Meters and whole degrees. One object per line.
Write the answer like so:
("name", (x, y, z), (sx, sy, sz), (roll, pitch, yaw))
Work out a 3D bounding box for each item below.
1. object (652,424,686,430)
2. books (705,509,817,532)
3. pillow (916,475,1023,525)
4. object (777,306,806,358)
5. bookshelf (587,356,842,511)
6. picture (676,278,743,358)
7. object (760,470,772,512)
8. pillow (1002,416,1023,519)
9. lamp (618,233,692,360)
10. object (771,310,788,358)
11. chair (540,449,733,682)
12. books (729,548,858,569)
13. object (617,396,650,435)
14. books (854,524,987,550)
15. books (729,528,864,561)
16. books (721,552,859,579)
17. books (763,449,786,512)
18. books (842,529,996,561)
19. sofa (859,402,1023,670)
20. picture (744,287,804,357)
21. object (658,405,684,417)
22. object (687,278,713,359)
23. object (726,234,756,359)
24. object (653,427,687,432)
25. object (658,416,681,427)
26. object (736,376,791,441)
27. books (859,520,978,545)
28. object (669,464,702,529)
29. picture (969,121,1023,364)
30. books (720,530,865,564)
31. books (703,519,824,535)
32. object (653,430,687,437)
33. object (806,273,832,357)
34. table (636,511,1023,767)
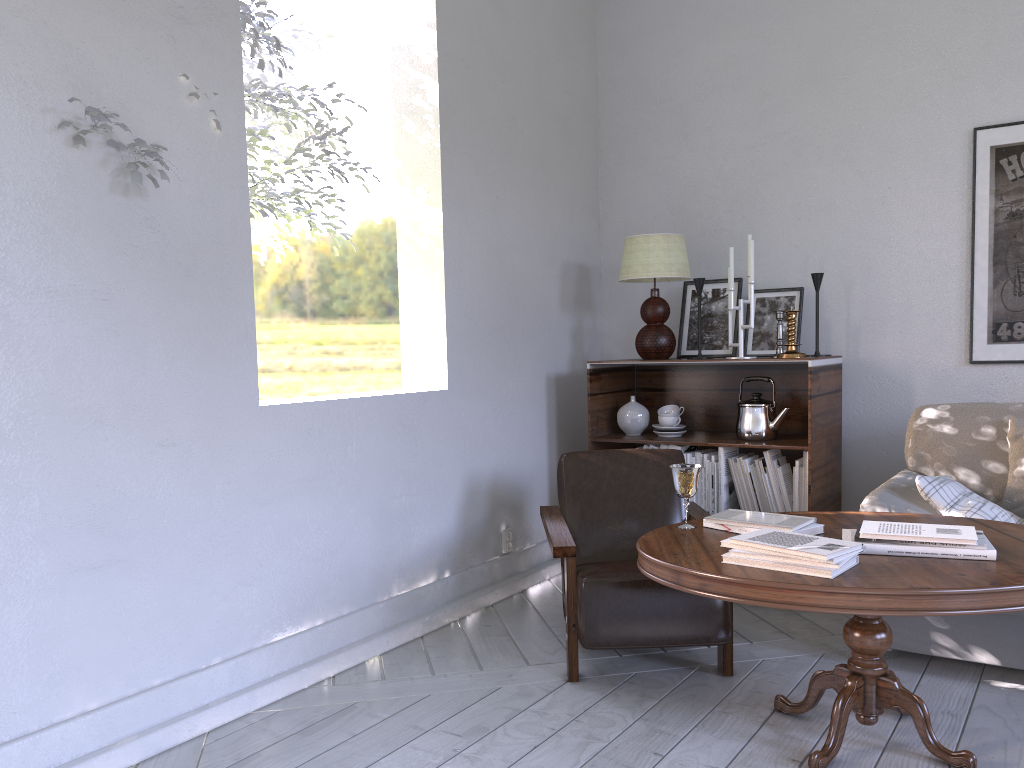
("object", (0.572, 0.161, 3.227), (0.120, 0.024, 0.121), (0, 3, 38))
("books", (0.573, 0.314, 2.049), (0.214, 0.011, 0.136), (1, 3, 40))
("pillow", (1.223, 0.337, 2.358), (0.214, 0.207, 0.310), (1, 4, 40))
("object", (0.933, -0.174, 2.958), (0.096, 0.172, 0.095), (-5, 5, -38))
("bookshelf", (0.725, 0.309, 3.192), (0.797, 0.803, 0.400), (1, 5, 33))
("picture", (0.750, -0.247, 3.369), (0.231, 0.301, 0.095), (1, 5, 33))
("object", (0.879, 0.358, 2.982), (0.056, 0.179, 0.115), (2, 5, 33))
("pillow", (1.592, 0.246, 2.378), (0.488, 0.314, 0.151), (1, 5, 34))
("lamp", (0.526, -0.314, 3.260), (0.267, 0.448, 0.267), (-1, 4, 8))
("object", (0.923, -0.178, 3.051), (0.062, 0.173, 0.062), (-1, 5, 10))
("chair", (0.349, 0.484, 2.520), (0.497, 0.556, 0.701), (-2, 3, -2))
("books", (0.554, 0.332, 1.746), (0.214, 0.010, 0.136), (0, 3, 35))
("object", (0.452, 0.118, 3.304), (0.122, 0.148, 0.111), (1, 5, 31))
("books", (0.840, 0.314, 1.829), (0.240, 0.010, 0.134), (0, 3, 25))
("books", (0.552, 0.312, 1.736), (0.136, 0.011, 0.215), (-3, 3, -40))
("books", (0.546, 0.345, 1.745), (0.221, 0.015, 0.142), (1, 3, 40))
("books", (0.897, 0.332, 2.960), (0.078, 0.234, 0.126), (2, 5, 33))
("books", (0.832, 0.331, 1.832), (0.279, 0.021, 0.148), (-1, 3, 20))
("sofa", (1.864, 0.401, 2.120), (1.858, 0.684, 0.766), (0, 4, 33))
("picture", (0.953, -0.222, 3.233), (0.201, 0.253, 0.080), (1, 5, 33))
("object", (0.571, 0.111, 3.221), (0.078, 0.068, 0.082), (-5, 5, -42))
("object", (0.672, -0.232, 3.172), (0.095, 0.290, 0.094), (-5, 6, -34))
("object", (0.781, -0.298, 3.023), (0.101, 0.425, 0.101), (0, 5, 17))
("object", (0.575, 0.171, 3.226), (0.121, 0.021, 0.121), (-2, 2, -7))
("object", (0.572, 0.140, 3.223), (0.079, 0.050, 0.082), (-1, 3, 6))
("object", (0.864, 0.085, 3.036), (0.190, 0.224, 0.142), (0, 4, 24))
("books", (0.832, 0.304, 1.818), (0.214, 0.010, 0.136), (0, 3, 25))
("object", (0.413, 0.268, 2.104), (0.076, 0.149, 0.076), (1, 5, 29))
("picture", (1.773, -0.454, 2.783), (0.588, 0.776, 0.019), (1, 5, 33))
("books", (0.553, 0.321, 1.756), (0.240, 0.010, 0.135), (1, 3, 45))
("books", (0.581, 0.329, 2.055), (0.147, 0.018, 0.230), (-3, 3, -35))
("object", (0.575, 0.180, 3.227), (0.121, 0.021, 0.121), (-2, 2, -7))
("object", (1.059, -0.238, 3.073), (0.095, 0.290, 0.094), (-5, 6, -34))
("table", (0.752, 0.556, 1.922), (0.952, 0.433, 0.734), (-1, 3, 3))
